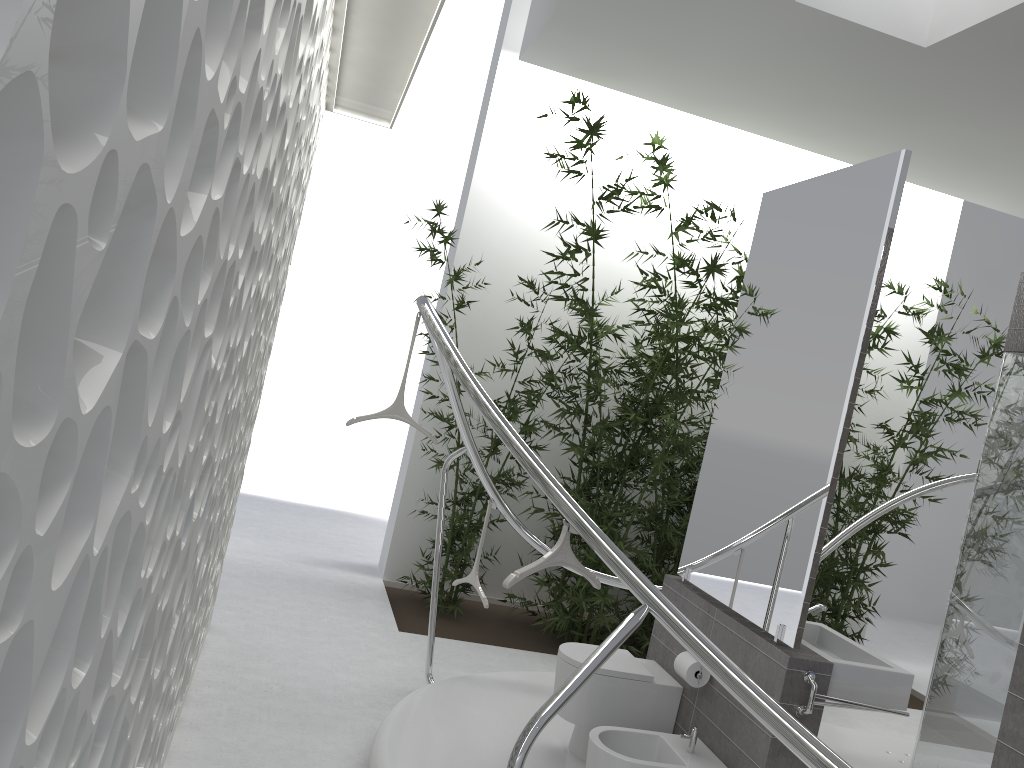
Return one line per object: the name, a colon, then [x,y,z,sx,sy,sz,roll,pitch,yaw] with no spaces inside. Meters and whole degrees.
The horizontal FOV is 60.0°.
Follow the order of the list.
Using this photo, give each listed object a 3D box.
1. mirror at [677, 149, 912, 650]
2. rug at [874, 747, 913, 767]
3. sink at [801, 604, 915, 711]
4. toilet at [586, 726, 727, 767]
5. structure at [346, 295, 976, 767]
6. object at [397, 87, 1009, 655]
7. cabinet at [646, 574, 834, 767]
mirror: [1.193,0.031,3.963,0.030,1.980,1.100,13,0,-13]
rug: [2.786,2.316,4.119,0.790,0.044,2.486,13,0,-13]
sink: [1.273,1.238,3.793,0.478,0.598,0.650,13,0,-13]
toilet: [0.555,1.641,3.643,0.561,0.300,0.354,13,0,-13]
structure: [2.192,1.253,3.237,5.433,2.080,5.250,13,0,-18]
object: [1.947,0.242,6.780,4.664,4.038,4.097,13,0,35]
cabinet: [1.047,1.457,4.009,0.461,0.870,1.200,13,0,-13]
